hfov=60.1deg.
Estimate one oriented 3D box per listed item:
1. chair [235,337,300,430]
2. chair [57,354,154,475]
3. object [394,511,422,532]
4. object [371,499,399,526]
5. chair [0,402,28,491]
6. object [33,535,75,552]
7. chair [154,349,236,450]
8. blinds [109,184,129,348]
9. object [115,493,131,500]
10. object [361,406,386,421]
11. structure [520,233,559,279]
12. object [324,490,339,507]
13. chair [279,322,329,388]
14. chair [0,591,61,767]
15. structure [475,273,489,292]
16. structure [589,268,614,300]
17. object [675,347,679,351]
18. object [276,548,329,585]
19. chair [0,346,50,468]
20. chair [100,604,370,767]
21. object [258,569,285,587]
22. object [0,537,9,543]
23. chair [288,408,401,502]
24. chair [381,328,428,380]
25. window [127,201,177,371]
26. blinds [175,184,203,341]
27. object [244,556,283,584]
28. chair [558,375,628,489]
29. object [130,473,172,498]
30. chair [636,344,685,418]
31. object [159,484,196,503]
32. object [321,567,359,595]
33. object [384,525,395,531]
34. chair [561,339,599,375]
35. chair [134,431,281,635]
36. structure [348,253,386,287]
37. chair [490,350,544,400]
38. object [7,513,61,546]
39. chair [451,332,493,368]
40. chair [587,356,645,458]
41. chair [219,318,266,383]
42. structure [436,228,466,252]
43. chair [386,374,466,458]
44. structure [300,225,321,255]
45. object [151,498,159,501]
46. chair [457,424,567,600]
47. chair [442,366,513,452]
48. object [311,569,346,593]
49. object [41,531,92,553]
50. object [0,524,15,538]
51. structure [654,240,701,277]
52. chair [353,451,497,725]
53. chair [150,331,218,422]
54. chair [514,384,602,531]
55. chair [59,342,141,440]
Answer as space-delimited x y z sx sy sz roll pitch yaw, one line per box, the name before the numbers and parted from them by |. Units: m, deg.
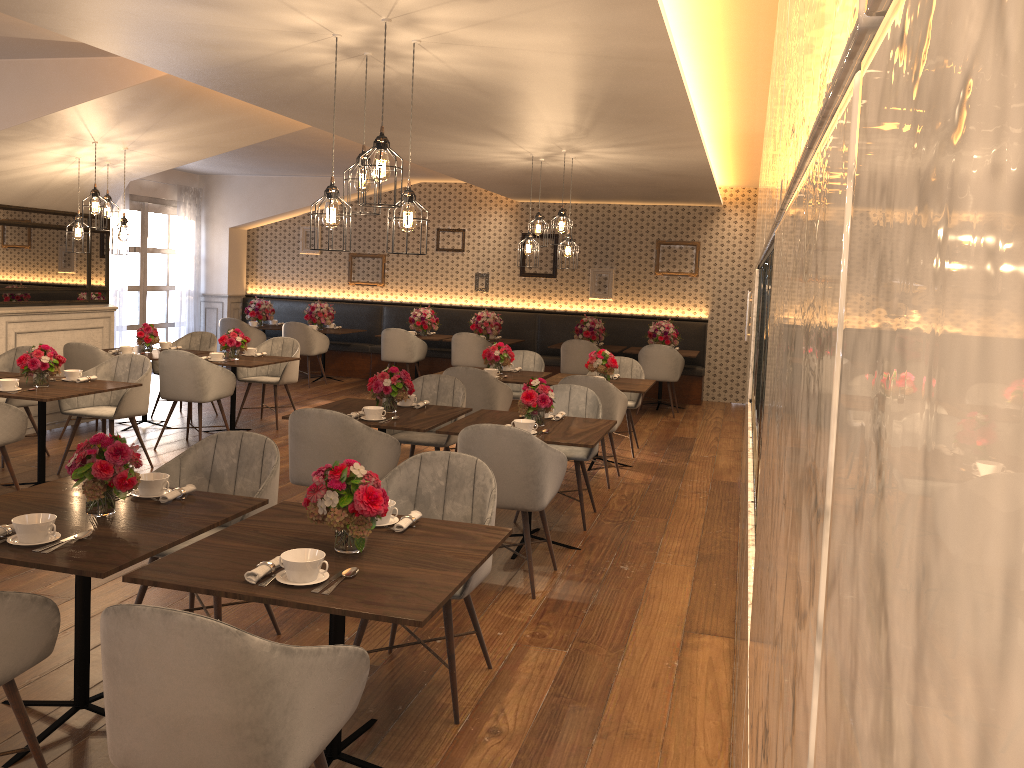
chair | -2.425 -0.024 8.898 0.565 0.869 0.528 4 5 15
chair | -3.022 0.225 6.655 0.565 0.869 0.528 4 5 15
object | -0.361 0.477 3.077 0.056 0.039 0.176 4 7 14
object | -0.471 0.452 3.104 0.148 0.072 0.149 -2 8 -33
chair | -3.333 0.370 5.365 0.565 0.869 0.528 4 5 15
object | -1.399 0.489 2.749 0.022 0.004 0.211 4 7 14
chair | -2.736 0.121 7.608 0.565 0.869 0.528 4 5 15
blinds | -5.255 -1.407 11.587 0.134 2.688 0.689 4 4 15
object | -1.441 0.415 3.334 0.022 0.004 0.211 4 7 14
object | -0.818 0.176 5.225 0.148 0.072 0.149 2 6 -8
structure | 0.388 -1.832 12.642 0.544 0.630 0.035 4 4 15
object | -0.554 0.347 2.724 0.048 0.052 0.077 2 6 -6
chair | -2.808 -0.412 11.912 0.565 0.869 0.528 4 5 15
chair | -1.619 0.810 2.403 0.565 0.869 0.528 4 5 15
structure | -0.437 -1.476 12.882 0.216 0.276 0.018 4 4 15
structure | 1.258 -1.403 12.425 0.340 0.438 0.035 4 4 15
object | 2.160 -0.459 11.590 0.056 0.039 0.176 4 7 14
object | -0.592 0.520 2.508 0.148 0.072 0.149 -2 8 -33
chair | -3.948 0.154 6.899 0.565 0.869 0.528 4 5 15
chair | -0.693 0.881 2.160 0.565 0.869 0.528 4 5 15
object | -0.668 0.537 2.539 0.025 0.024 0.193 4 7 14
object | -1.555 0.469 2.772 0.025 0.024 0.193 4 7 14
chair | -0.956 0.533 4.891 0.565 0.869 0.528 4 5 15
chair | -1.441 -0.308 11.552 0.565 0.869 0.528 4 5 15
window | -6.220 -0.641 6.362 0.495 2.378 14.585 3 7 11
blinds | -4.818 -1.584 13.184 0.134 2.688 0.620 4 4 15
object | -0.703 0.528 2.538 0.056 0.039 0.176 4 7 14
chair | 0.607 0.338 7.039 0.565 0.869 0.528 4 5 15
object | -1.358 0.384 3.338 0.148 0.072 0.149 -2 8 -33
chair | 1.779 -0.062 10.705 0.565 0.869 0.528 4 5 15
object | -1.248 0.409 3.310 0.056 0.039 0.176 4 7 14
object | -0.480 0.555 2.500 0.043 0.015 0.198 4 7 11
object | -0.397 0.482 3.077 0.025 0.024 0.193 4 7 14
chair | 0.852 -0.132 10.949 0.565 0.869 0.528 4 5 15
chair | -1.263 0.669 3.681 0.565 0.869 0.528 4 5 15
structure | -2.189 -1.721 13.329 0.601 0.483 0.032 4 4 15
chair | 0.037 0.126 8.560 0.565 0.869 0.528 4 5 15
object | -1.479 0.452 2.741 0.148 0.072 0.149 -2 8 -33
chair | -0.515 -0.237 11.308 0.565 0.869 0.528 4 5 15
chair | 0.963 0.196 8.317 0.565 0.869 0.528 4 5 15
chair | -3.734 -0.483 12.156 0.565 0.869 0.528 4 5 15
structure | -0.899 -2.106 12.974 0.449 0.343 0.016 4 4 15
chair | -0.600 0.392 6.169 0.565 0.869 0.528 4 5 15
structure | -3.088 -2.205 13.544 0.340 0.438 0.035 4 4 15
object | -1.285 0.415 3.310 0.025 0.024 0.193 4 7 14
chair | -0.030 0.604 4.648 0.565 0.869 0.528 4 5 15
chair | -0.319 0.267 7.283 0.565 0.869 0.528 4 5 15
object | -0.512 0.557 2.516 0.022 0.004 0.211 4 7 14
object | -1.367 0.487 2.733 0.043 0.015 0.198 4 7 11
object | -1.590 0.461 2.771 0.056 0.039 0.176 4 7 14
structure | 2.265 -1.720 12.139 0.601 0.483 0.032 4 4 15
chair | -0.337 0.739 3.437 0.565 0.869 0.528 4 5 15
chair | -3.351 -0.095 9.141 0.565 0.869 0.528 4 5 15
chair | 0.326 0.462 5.926 0.565 0.869 0.528 4 5 15
chair | -3.662 0.050 7.852 0.565 0.869 0.528 4 5 15
